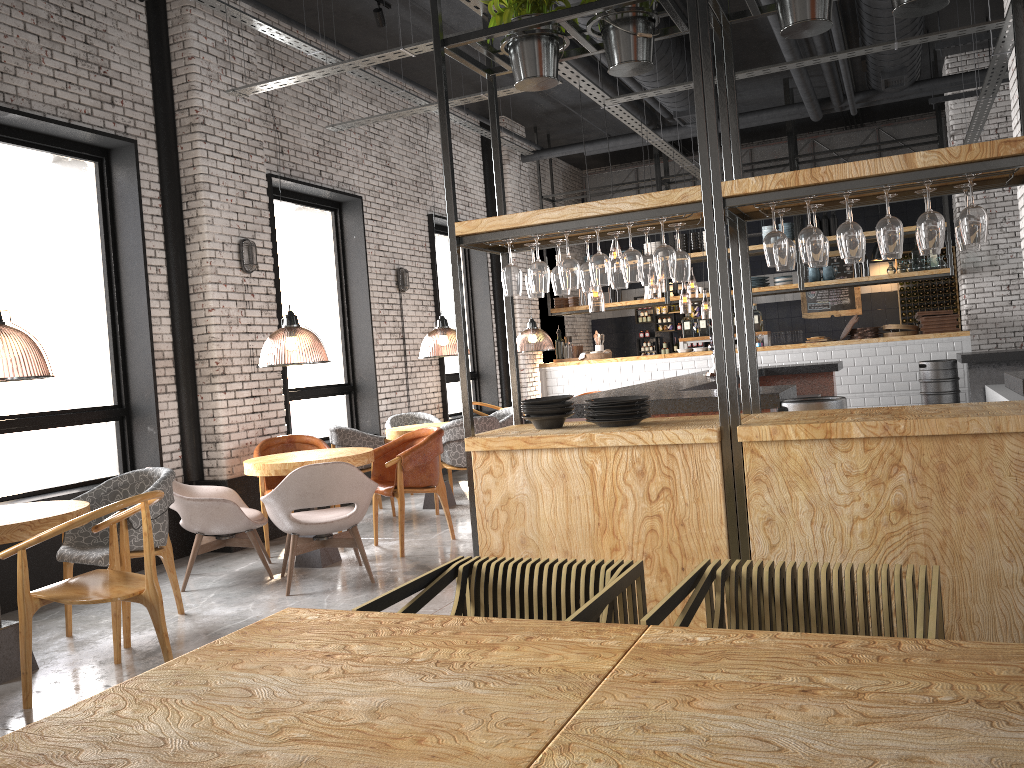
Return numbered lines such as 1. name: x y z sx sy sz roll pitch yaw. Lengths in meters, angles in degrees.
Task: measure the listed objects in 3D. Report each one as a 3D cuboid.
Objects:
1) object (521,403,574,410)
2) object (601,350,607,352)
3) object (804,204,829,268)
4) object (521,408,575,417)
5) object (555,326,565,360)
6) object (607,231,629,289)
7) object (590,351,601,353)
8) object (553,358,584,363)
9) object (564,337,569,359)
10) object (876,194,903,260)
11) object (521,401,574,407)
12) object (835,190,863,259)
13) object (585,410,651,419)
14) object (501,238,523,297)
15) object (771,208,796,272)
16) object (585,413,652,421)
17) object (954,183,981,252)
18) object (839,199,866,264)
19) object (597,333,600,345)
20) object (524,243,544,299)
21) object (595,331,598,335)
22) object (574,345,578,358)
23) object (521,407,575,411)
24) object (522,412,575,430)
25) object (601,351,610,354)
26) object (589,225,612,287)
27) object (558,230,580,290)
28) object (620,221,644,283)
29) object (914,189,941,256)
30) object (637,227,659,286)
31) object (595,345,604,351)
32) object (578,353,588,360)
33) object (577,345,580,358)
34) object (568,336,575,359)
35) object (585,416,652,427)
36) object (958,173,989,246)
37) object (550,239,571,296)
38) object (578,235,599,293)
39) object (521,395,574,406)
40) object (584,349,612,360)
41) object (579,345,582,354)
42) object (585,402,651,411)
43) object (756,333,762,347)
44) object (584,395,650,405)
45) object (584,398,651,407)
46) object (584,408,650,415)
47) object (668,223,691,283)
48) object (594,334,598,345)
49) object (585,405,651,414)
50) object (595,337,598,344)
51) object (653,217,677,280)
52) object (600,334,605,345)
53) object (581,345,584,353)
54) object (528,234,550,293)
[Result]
1. object: 0.173 0.130 4.244 0.257 0.072 0.257 -5 1 -4
2. object: 1.395 -0.467 13.291 0.161 0.078 0.160 -5 1 -13
3. object: 1.327 -0.644 3.868 0.101 0.267 0.101 -4 1 38
4. object: 0.174 0.155 4.246 0.257 0.075 0.257 -4 1 24
5. object: 0.732 -0.624 13.586 0.106 0.554 0.157 -4 0 23
6. object: 0.506 -0.589 4.230 0.101 0.267 0.101 -5 0 -13
7. object: 1.251 -0.454 13.218 0.160 0.078 0.161 -4 1 2
8. object: 0.903 -0.369 13.648 0.411 0.050 0.411 -4 2 23
9. object: 0.839 -0.538 13.557 0.070 0.368 0.107 -4 0 23
10. object: 1.596 -0.662 3.749 0.101 0.267 0.101 -4 1 38
11. object: 0.173 0.126 4.245 0.257 0.072 0.257 -4 1 24
12. object: 1.346 -0.638 3.546 0.101 0.267 0.101 -4 1 38
13. object: 0.489 0.148 4.086 0.305 0.044 0.306 -4 2 25
14. object: -0.004 -0.546 4.143 0.101 0.267 0.101 -5 0 -13
15. object: 1.201 -0.636 3.924 0.101 0.267 0.101 -4 1 38
16. object: 0.490 0.163 4.085 0.305 0.041 0.306 -3 2 41
17. object: 1.865 -0.681 3.630 0.101 0.267 0.101 -4 1 38
18. object: 1.461 -0.653 3.808 0.101 0.267 0.101 -4 1 38
19. object: 1.316 -0.579 13.380 0.033 0.370 0.137 -5 0 -10
20. object: 0.111 -0.562 4.405 0.101 0.267 0.101 -5 0 -13
21. object: 1.302 -0.670 13.489 0.017 0.289 0.090 -5 0 -29
22. object: 0.976 -0.473 13.490 0.056 0.249 0.056 -5 0 -14
23. object: 0.174 0.148 4.246 0.257 0.075 0.257 -6 2 -41
24. object: 0.176 0.179 4.245 0.257 0.067 0.257 -4 1 16
25. object: 1.399 -0.448 13.289 0.161 0.075 0.160 -5 1 -13
26. object: 0.391 -0.573 3.969 0.101 0.267 0.101 -5 0 -13
27. object: 0.257 -0.564 4.028 0.101 0.267 0.101 -5 0 -13
28. object: 0.526 -0.582 3.909 0.101 0.267 0.101 -5 0 -13
29. object: 1.730 -0.671 3.689 0.101 0.267 0.101 -4 1 38
30. object: 0.641 -0.598 4.171 0.101 0.267 0.101 -5 0 -13
31. object: 1.331 -0.488 13.431 0.129 0.204 0.129 -5 1 -30
32. object: 1.146 -0.422 13.326 0.283 0.111 0.187 -5 1 -30
33. object: 1.011 -0.478 13.570 0.056 0.249 0.056 -5 0 -14
34. object: 0.899 -0.543 13.532 0.070 0.368 0.107 -4 0 23
35. object: 0.491 0.174 4.086 0.306 0.035 0.306 -5 2 -29
36. object: 1.750 -0.665 3.368 0.101 0.267 0.101 -4 1 38
37. object: 0.237 -0.570 4.349 0.101 0.267 0.101 -5 0 -13
38. object: 0.372 -0.579 4.290 0.101 0.267 0.101 -5 0 -13
39. object: 0.171 0.100 4.244 0.257 0.076 0.257 -5 2 -29
40. object: 1.283 -0.432 13.320 0.436 0.156 0.420 -5 1 -4
41. object: 1.046 -0.483 13.649 0.056 0.249 0.056 -5 0 -14
42. object: 0.486 0.110 4.086 0.305 0.037 0.306 -4 2 25
43. object: 3.381 -0.602 12.203 0.128 0.189 0.123 -4 1 33
44. object: 0.485 0.084 4.087 0.306 0.039 0.306 -4 1 7
45. object: 0.485 0.098 4.087 0.306 0.048 0.305 -6 2 -41
46. object: 0.487 0.140 4.087 0.306 0.046 0.305 -5 1 -19
47. object: 0.775 -0.607 4.112 0.101 0.267 0.101 -5 0 -35
48. object: 1.291 -0.584 13.465 0.026 0.356 0.087 -5 0 -43
49. object: 0.487 0.125 4.085 0.306 0.042 0.305 -5 1 -19
50. object: 1.300 -0.552 13.431 0.071 0.328 0.052 -5 0 -20
51. object: 0.660 -0.591 3.850 0.101 0.267 0.101 -5 0 -35
52. object: 1.354 -0.579 13.415 0.123 0.358 0.076 -4 0 39
53. object: 1.081 -0.487 13.729 0.056 0.249 0.056 -5 0 -14
54. object: 0.122 -0.555 4.087 0.101 0.267 0.101 -5 0 -13
